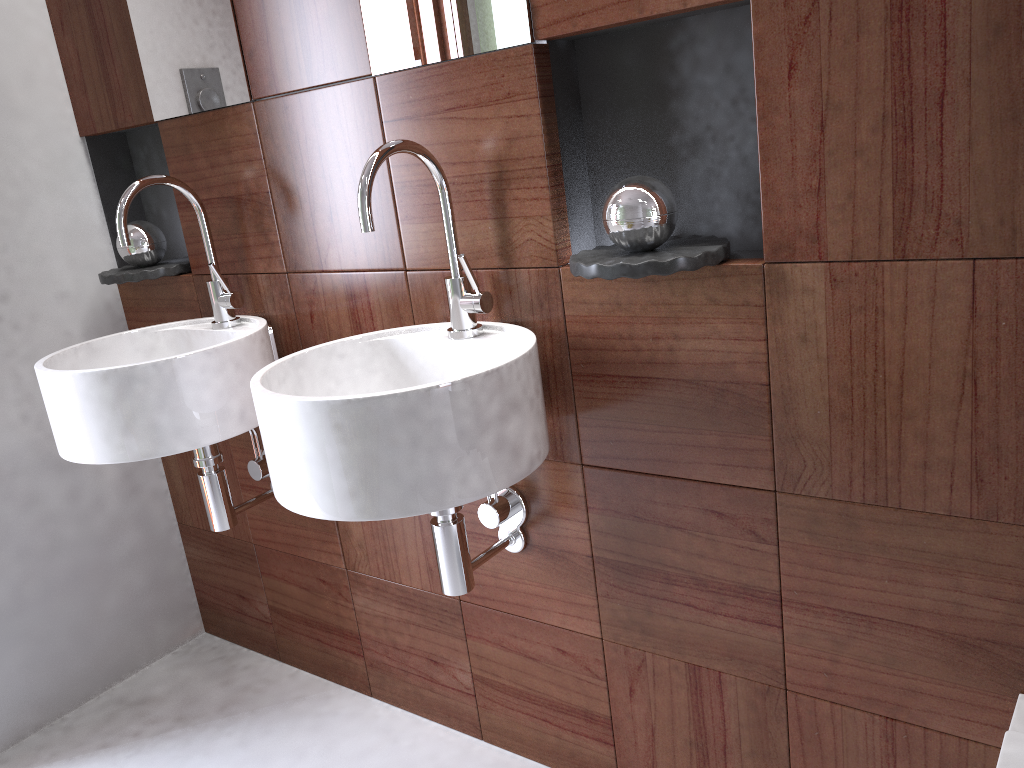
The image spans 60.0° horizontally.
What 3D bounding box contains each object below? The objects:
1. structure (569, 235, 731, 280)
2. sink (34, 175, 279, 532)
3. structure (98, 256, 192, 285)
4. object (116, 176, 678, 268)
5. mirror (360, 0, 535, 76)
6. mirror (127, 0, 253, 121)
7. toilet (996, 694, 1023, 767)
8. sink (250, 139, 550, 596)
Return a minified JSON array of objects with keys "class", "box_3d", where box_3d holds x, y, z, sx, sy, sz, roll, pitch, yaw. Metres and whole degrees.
[{"class":"structure","box_3d":[0.190,-0.178,1.235,0.220,0.023,0.222,1,18,28]},{"class":"sink","box_3d":[-0.665,-0.026,1.689,0.415,0.715,0.417,4,20,37]},{"class":"structure","box_3d":[-0.807,-0.256,1.989,0.222,0.023,0.220,-8,16,-1]},{"class":"object","box_3d":[-0.322,-0.270,1.585,1.350,0.104,0.104,4,20,37]},{"class":"mirror","box_3d":[-0.137,-0.791,1.250,0.316,0.635,0.010,4,20,37]},{"class":"mirror","box_3d":[-0.642,-0.830,1.632,0.316,0.635,0.010,4,20,37]},{"class":"toilet","box_3d":[0.613,0.583,0.827,0.329,0.284,0.547,4,20,37]},{"class":"sink","box_3d":[-0.162,0.013,1.309,0.415,0.715,0.417,4,20,37]}]
